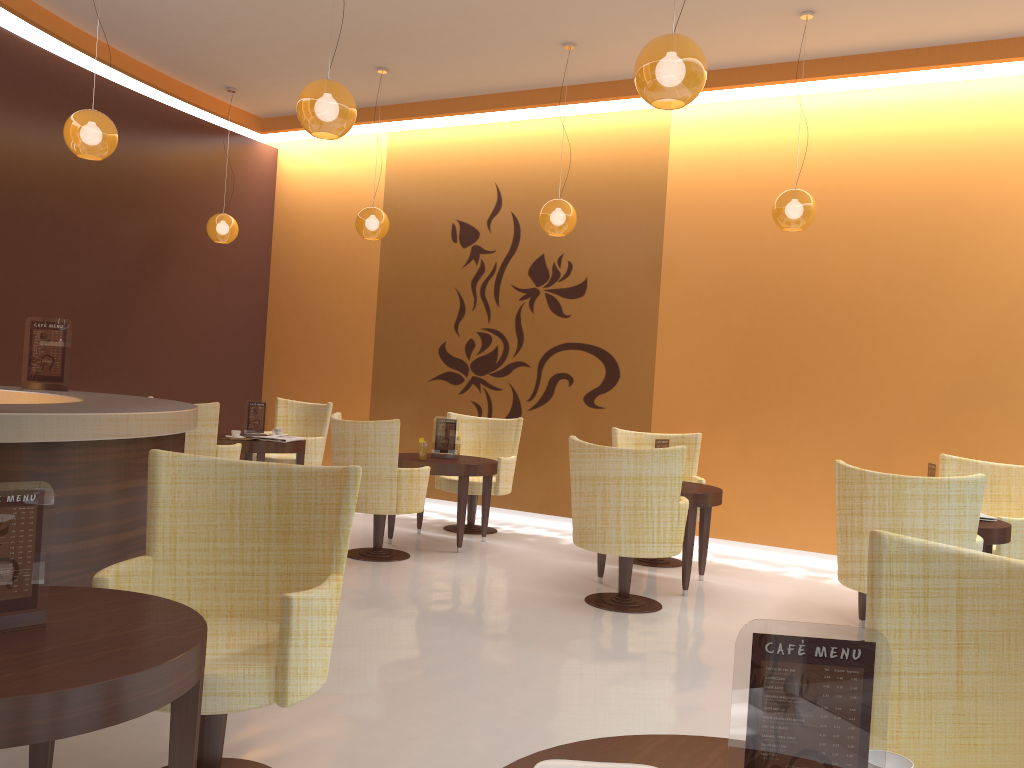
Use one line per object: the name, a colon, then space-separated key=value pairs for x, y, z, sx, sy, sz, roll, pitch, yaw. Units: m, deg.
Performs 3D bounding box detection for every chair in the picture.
chair: x=2.085 y=0.940 z=4.719 sx=0.729 sy=1.017 sz=0.685 roll=4 pitch=0 yaw=31
chair: x=-2.599 y=0.632 z=7.183 sx=0.729 sy=1.017 sz=0.685 roll=4 pitch=0 yaw=25
chair: x=-0.886 y=0.744 z=2.759 sx=0.729 sy=1.017 sz=0.685 roll=4 pitch=0 yaw=6
chair: x=-0.980 y=0.739 z=6.428 sx=0.729 sy=1.017 sz=0.685 roll=4 pitch=0 yaw=45
chair: x=-2.170 y=0.661 z=8.721 sx=0.729 sy=1.017 sz=0.685 roll=4 pitch=0 yaw=27
chair: x=0.921 y=0.863 z=1.782 sx=0.685 sy=1.017 sz=0.729 roll=4 pitch=0 yaw=-30
chair: x=0.707 y=0.850 z=5.444 sx=0.729 sy=1.017 sz=0.685 roll=4 pitch=0 yaw=25
chair: x=3.104 y=1.007 z=5.951 sx=0.685 sy=1.017 sz=0.729 roll=4 pitch=0 yaw=-30
chair: x=-0.314 y=0.783 z=7.882 sx=0.729 sy=1.017 sz=0.685 roll=4 pitch=0 yaw=16
chair: x=1.140 y=0.878 z=6.984 sx=0.729 sy=1.017 sz=0.685 roll=4 pitch=0 yaw=-4

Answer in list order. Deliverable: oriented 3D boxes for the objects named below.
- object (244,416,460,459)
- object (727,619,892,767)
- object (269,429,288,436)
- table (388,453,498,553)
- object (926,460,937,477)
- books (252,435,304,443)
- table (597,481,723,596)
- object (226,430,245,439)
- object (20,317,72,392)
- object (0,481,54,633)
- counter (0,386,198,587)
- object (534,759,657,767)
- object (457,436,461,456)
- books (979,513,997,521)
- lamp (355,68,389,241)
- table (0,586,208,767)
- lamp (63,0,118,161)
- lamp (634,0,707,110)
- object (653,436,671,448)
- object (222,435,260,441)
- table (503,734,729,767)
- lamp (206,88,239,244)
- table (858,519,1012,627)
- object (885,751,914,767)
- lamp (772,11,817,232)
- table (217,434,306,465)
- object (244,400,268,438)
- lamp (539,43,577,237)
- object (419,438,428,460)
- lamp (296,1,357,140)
object: x=-1.388 y=0.374 z=7.561 sx=2.090 sy=0.335 sz=0.187 roll=4 pitch=0 yaw=24
object: x=0.398 y=0.490 z=1.197 sx=0.209 sy=0.335 sz=0.042 roll=4 pitch=0 yaw=3
object: x=-2.161 y=0.451 z=8.219 sx=0.153 sy=0.069 sz=0.153 roll=4 pitch=0 yaw=11
table: x=-0.573 y=0.935 z=7.125 sx=0.872 sy=0.679 sz=0.874 roll=4 pitch=0 yaw=-31
object: x=2.543 y=0.632 z=5.386 sx=0.042 sy=0.335 sz=0.209 roll=4 pitch=0 yaw=11
books: x=-2.051 y=0.481 z=7.809 sx=0.345 sy=0.035 sz=0.367 roll=4 pitch=0 yaw=18
table: x=0.996 y=1.038 z=6.182 sx=0.872 sy=0.679 sz=0.874 roll=4 pitch=0 yaw=-26
object: x=-2.382 y=0.436 z=7.642 sx=0.153 sy=0.069 sz=0.153 roll=4 pitch=0 yaw=-36
object: x=-2.649 y=-0.171 z=5.051 sx=0.258 sy=0.414 sz=0.052 roll=4 pitch=0 yaw=-3
object: x=-1.149 y=0.389 z=1.998 sx=0.042 sy=0.335 sz=0.209 roll=4 pitch=0 yaw=42
counter: x=-2.294 y=0.611 z=4.016 sx=1.586 sy=1.100 sz=2.917 roll=4 pitch=0 yaw=-17
object: x=0.146 y=0.632 z=1.353 sx=0.234 sy=0.020 sz=0.234 roll=4 pitch=0 yaw=-1
object: x=-0.463 y=0.517 z=7.413 sx=0.067 sy=0.171 sz=0.072 roll=4 pitch=0 yaw=-15
books: x=2.755 y=0.800 z=5.440 sx=0.273 sy=0.028 sz=0.339 roll=4 pitch=0 yaw=3
lamp: x=-1.190 y=-2.022 z=7.806 sx=0.299 sy=1.500 sz=0.299 roll=4 pitch=0 yaw=-20
table: x=-1.167 y=0.896 z=1.993 sx=0.872 sy=0.679 sz=0.874 roll=4 pitch=0 yaw=-16
lamp: x=-2.488 y=-2.108 z=5.327 sx=0.299 sy=1.500 sz=0.299 roll=4 pitch=0 yaw=-44
lamp: x=0.693 y=-1.899 z=3.654 sx=0.299 sy=1.500 sz=0.299 roll=4 pitch=0 yaw=38
object: x=1.038 y=0.533 z=6.177 sx=0.209 sy=0.335 sz=0.042 roll=4 pitch=0 yaw=-44
object: x=-2.389 y=0.465 z=7.624 sx=0.464 sy=0.021 sz=0.239 roll=4 pitch=0 yaw=41
table: x=0.327 y=0.994 z=1.218 sx=0.872 sy=0.679 sz=0.874 roll=4 pitch=0 yaw=-16
lamp: x=-2.780 y=-2.127 z=8.642 sx=0.299 sy=1.500 sz=0.299 roll=4 pitch=0 yaw=28
table: x=2.510 y=1.138 z=5.386 sx=0.872 sy=0.679 sz=0.874 roll=4 pitch=0 yaw=-16
object: x=0.602 y=0.637 z=1.424 sx=0.153 sy=0.069 sz=0.153 roll=4 pitch=0 yaw=28
lamp: x=1.991 y=-1.813 z=6.133 sx=0.299 sy=1.500 sz=0.299 roll=4 pitch=0 yaw=28
table: x=-2.310 y=0.821 z=7.921 sx=0.872 sy=0.679 sz=0.874 roll=4 pitch=0 yaw=-26
object: x=-2.297 y=0.314 z=7.967 sx=0.209 sy=0.335 sz=0.042 roll=4 pitch=0 yaw=-39
lamp: x=0.401 y=-1.918 z=6.970 sx=0.299 sy=1.500 sz=0.299 roll=4 pitch=0 yaw=-37
object: x=-0.683 y=0.502 z=6.854 sx=0.067 sy=0.171 sz=0.072 roll=4 pitch=0 yaw=10
lamp: x=-0.897 y=-2.004 z=4.490 sx=0.299 sy=1.500 sz=0.299 roll=4 pitch=0 yaw=6
